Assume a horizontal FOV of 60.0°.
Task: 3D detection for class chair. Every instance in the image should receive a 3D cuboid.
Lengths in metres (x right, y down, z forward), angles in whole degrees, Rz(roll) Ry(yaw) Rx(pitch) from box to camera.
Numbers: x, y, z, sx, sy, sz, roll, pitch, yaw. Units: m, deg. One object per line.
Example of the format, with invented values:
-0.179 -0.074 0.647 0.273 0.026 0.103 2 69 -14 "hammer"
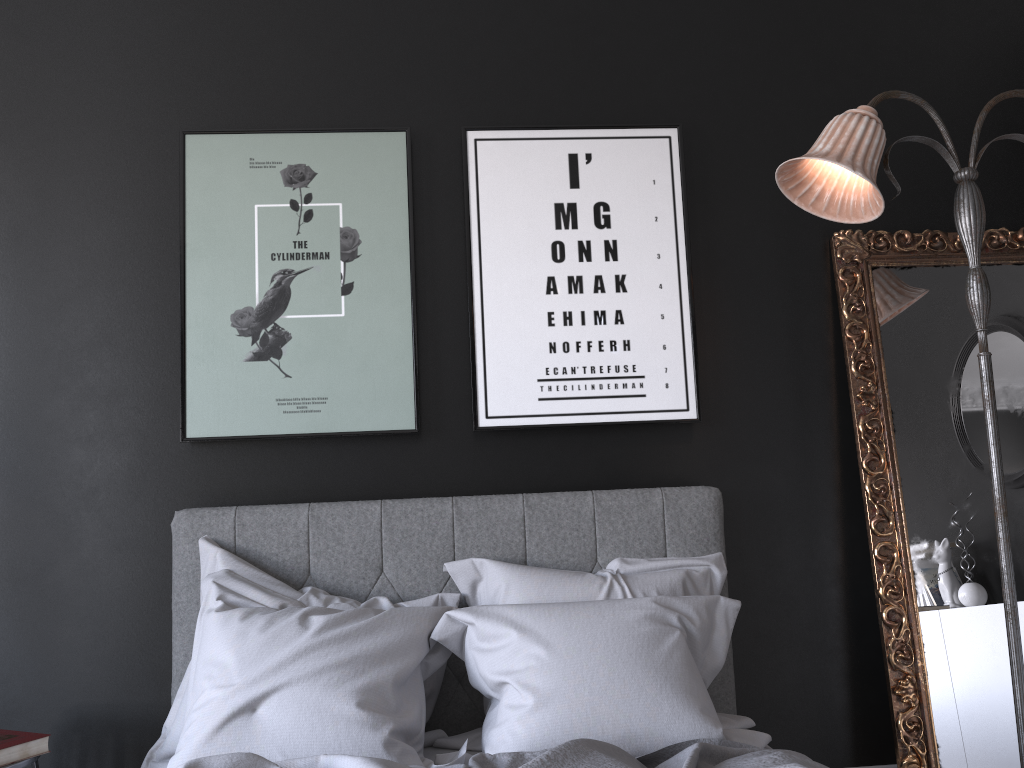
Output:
-1.431 1.310 2.258 0.614 0.671 0.614 -8 -9 40 "chair"

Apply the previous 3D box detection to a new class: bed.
-0.156 0.815 1.358 2.765 1.295 3.291 0 -8 -16 "bed"

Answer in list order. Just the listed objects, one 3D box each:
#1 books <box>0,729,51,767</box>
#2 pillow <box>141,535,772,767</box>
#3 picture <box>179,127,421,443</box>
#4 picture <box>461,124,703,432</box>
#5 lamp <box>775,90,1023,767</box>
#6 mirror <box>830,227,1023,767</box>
-1.436 0.954 2.299 0.346 0.045 0.276 -6 -8 25 "books"
-0.184 0.779 2.485 1.830 0.758 0.682 -2 -7 -4 "pillow"
-0.727 -0.353 3.027 0.791 1.076 0.014 -2 -6 -4 "picture"
0.239 -0.387 3.099 0.791 1.076 0.014 -2 -6 -4 "picture"
1.361 0.330 2.474 0.987 2.406 0.773 -6 -7 28 "lamp"
1.701 0.503 3.016 0.991 2.187 0.255 -2 -6 -4 "mirror"
